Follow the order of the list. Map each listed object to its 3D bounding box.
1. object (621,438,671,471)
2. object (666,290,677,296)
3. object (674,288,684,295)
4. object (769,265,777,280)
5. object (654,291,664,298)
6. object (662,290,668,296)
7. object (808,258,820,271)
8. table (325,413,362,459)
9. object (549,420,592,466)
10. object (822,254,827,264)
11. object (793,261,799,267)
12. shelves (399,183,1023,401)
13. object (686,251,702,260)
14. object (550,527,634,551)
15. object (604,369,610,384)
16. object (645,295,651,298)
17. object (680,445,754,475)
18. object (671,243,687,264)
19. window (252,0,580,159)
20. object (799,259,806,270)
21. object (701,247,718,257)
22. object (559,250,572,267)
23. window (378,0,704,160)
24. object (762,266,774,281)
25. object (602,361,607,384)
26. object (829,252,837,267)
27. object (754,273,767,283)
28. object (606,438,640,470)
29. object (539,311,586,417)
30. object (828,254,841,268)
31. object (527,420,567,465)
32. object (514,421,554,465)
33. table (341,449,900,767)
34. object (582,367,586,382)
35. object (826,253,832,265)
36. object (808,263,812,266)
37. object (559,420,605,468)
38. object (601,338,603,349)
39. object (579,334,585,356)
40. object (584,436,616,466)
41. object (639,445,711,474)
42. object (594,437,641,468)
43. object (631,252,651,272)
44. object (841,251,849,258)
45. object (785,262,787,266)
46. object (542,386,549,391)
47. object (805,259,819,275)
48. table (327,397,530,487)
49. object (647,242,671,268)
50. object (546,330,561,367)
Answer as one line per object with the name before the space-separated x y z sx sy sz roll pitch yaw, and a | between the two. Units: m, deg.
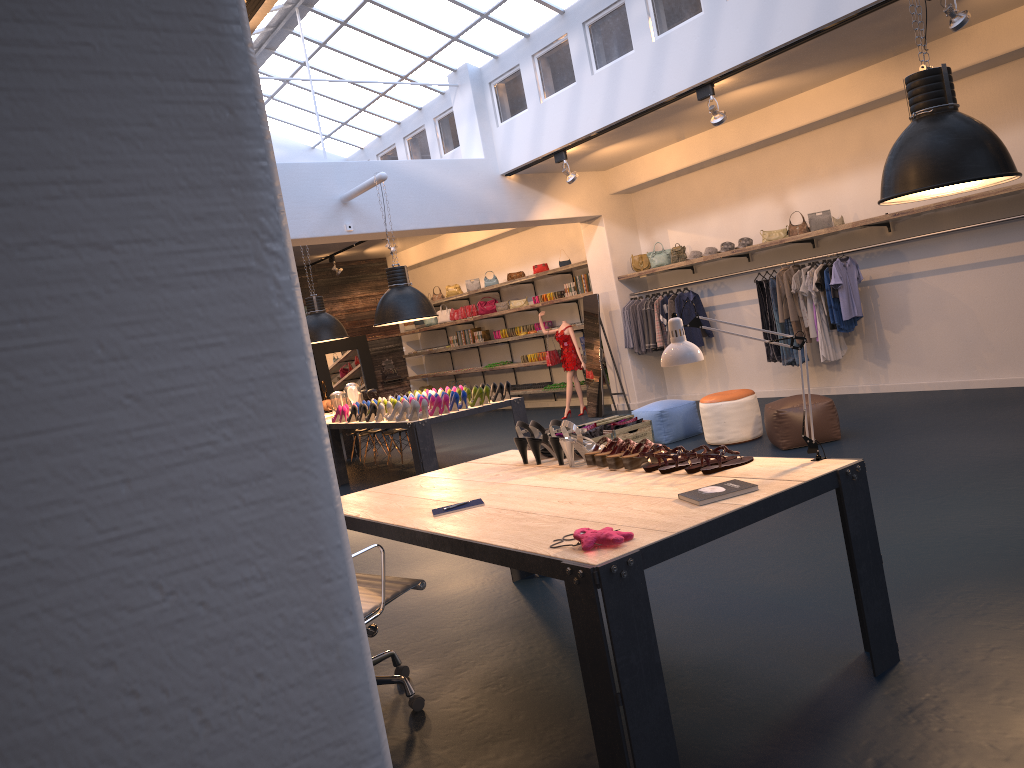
object | 0.589 0.293 3.782 0.281 0.117 0.092 -12 3 -41
object | 2.208 -1.260 12.066 0.469 0.219 0.009 -12 2 -36
object | 2.294 -1.264 11.919 0.469 0.219 0.009 -12 2 -36
object | 3.187 -1.362 10.546 0.253 0.177 0.013 -12 2 -36
object | 2.066 -1.245 12.256 0.469 0.219 0.009 -12 2 -36
object | 2.146 -1.254 12.160 0.469 0.219 0.009 -12 2 -36
object | 3.526 -1.391 10.032 0.393 0.177 0.013 -12 2 -36
table | -2.257 0.776 11.546 1.343 0.740 2.326 -12 4 -34
object | 0.292 0.265 4.257 0.305 0.223 0.108 -12 3 -44
object | 3.580 -1.385 9.945 0.422 0.197 0.008 -12 2 -36
object | 3.352 -1.374 10.284 0.440 0.179 0.016 -12 2 -35
shelves | -1.400 -0.127 9.995 9.396 2.227 15.428 -12 4 -34
object | 2.451 -1.736 11.706 0.240 0.125 0.185 -10 3 1
object | 0.230 0.457 2.624 0.172 0.051 0.280 -12 4 -39
object | 1.566 -0.183 13.539 0.406 0.338 0.200 -11 2 -29
object | 1.946 -1.235 12.440 0.469 0.219 0.009 -12 2 -36
object | 0.818 0.285 3.463 0.302 0.090 0.197 -12 4 -35
object | 2.284 -1.804 12.031 0.259 0.284 0.351 -11 3 -16
window | -0.171 -4.392 6.862 4.712 0.837 17.191 -12 4 -33
object | 3.421 -1.361 10.194 0.469 0.219 0.009 -12 2 -36
object | 2.602 -1.749 11.475 0.240 0.125 0.185 -10 3 1
object | 0.834 -2.013 13.886 0.205 0.279 0.057 -10 1 -6
window | -1.775 -3.312 9.616 4.876 0.652 10.368 -12 4 -34
object | 3.127 -1.357 10.638 0.253 0.177 0.013 -12 2 -36
object | 1.458 -0.179 13.640 0.373 0.355 0.149 -12 2 -36
object | 3.660 -1.382 9.830 0.468 0.219 0.009 -12 2 -35
object | 3.061 -1.351 10.738 0.253 0.177 0.013 -12 2 -36
object | 0.524 0.300 3.871 0.277 0.117 0.093 -11 2 -27
object | 0.873 -0.337 13.184 0.690 1.663 0.372 -9 2 32
object | 3.681 -1.402 9.785 0.441 0.179 0.016 -12 2 -35
object | 0.207 0.273 4.374 0.304 0.223 0.109 -12 2 -34
object | 0.135 0.279 4.474 0.304 0.223 0.109 -12 2 -35
table | 0.182 0.803 3.717 1.343 0.740 2.326 -12 4 -34
object | 1.309 -0.189 13.952 0.401 0.390 0.166 -11 2 -23
object | 3.618 -1.378 9.893 0.468 0.219 0.009 -12 2 -35
object | 3.469 -1.376 10.111 0.327 0.197 0.011 -12 2 -36
object | 0.344 0.263 4.137 0.305 0.223 0.108 -12 3 -44
object | 1.412 -0.660 13.543 0.373 0.355 0.149 -12 2 -36
object | 1.263 -0.669 13.855 0.401 0.390 0.167 -11 2 -23
object | 0.442 0.303 4.068 0.279 0.117 0.092 -12 3 -31
object | 0.683 0.299 3.635 0.304 0.090 0.205 -12 3 -31
object | 0.488 0.300 3.969 0.281 0.117 0.092 -13 3 -42
object | 1.886 -1.762 12.582 0.328 0.283 0.198 -10 2 -8
object | 3.721 -1.407 9.728 0.441 0.179 0.016 -12 2 -35
object | 3.292 -1.370 10.384 0.440 0.179 0.016 -12 2 -35
object | 0.595 0.075 14.752 0.255 0.058 0.076 -12 4 -40
object | 3.504 -1.379 10.068 0.393 0.197 0.013 -12 2 -36
table | -0.972 0.666 9.588 1.343 0.740 2.326 -12 4 -34
object | 2.099 -1.835 12.344 0.369 0.366 0.175 -10 2 -1
object | 0.605 -0.561 13.308 0.083 0.553 0.343 -9 2 33
